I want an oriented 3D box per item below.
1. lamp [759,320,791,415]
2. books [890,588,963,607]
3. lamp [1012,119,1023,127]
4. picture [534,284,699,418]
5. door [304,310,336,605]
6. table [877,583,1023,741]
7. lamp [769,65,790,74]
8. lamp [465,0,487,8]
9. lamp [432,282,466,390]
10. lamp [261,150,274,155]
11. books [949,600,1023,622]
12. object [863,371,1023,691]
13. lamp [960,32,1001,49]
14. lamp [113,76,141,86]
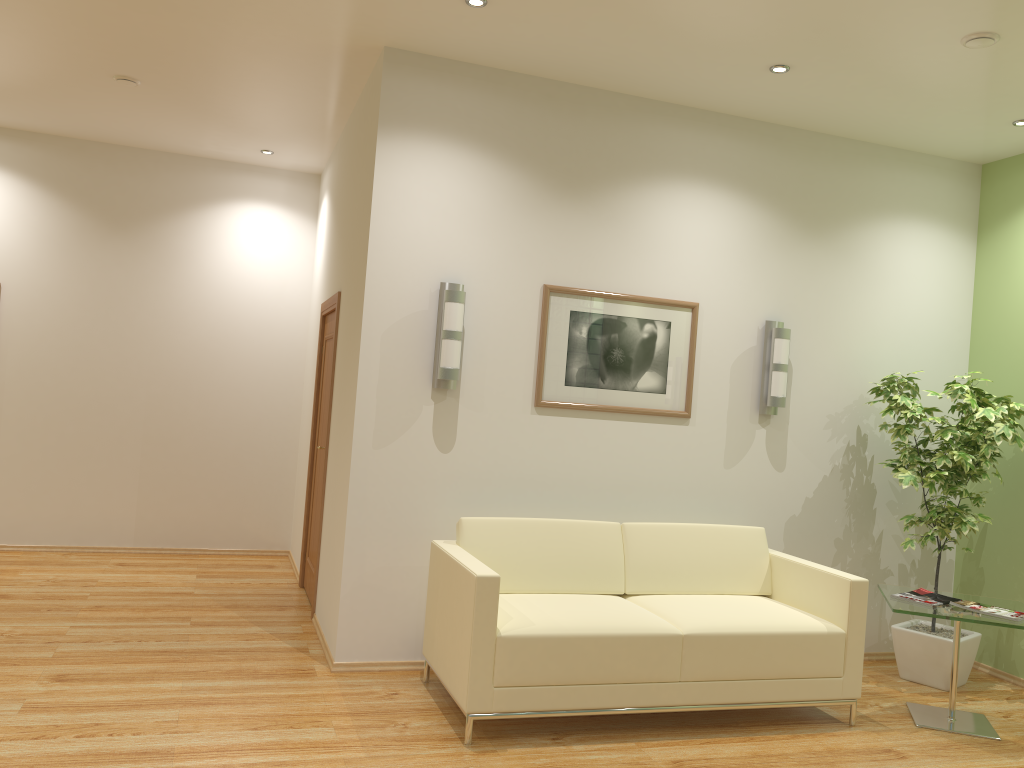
[{"bbox_3d":[1.624,-0.099,5.454,0.134,0.580,0.142,5,-1,-18],"label":"lamp"},{"bbox_3d":[2.214,1.138,4.738,0.328,0.031,0.230,5,-1,-38],"label":"books"},{"bbox_3d":[2.974,-1.519,5.167,0.105,0.011,0.105,4,-1,8],"label":"lamp"},{"bbox_3d":[0.631,-0.181,5.189,1.000,0.700,0.025,5,-1,-18],"label":"picture"},{"bbox_3d":[-1.345,0.496,6.187,0.098,2.001,0.823,5,-1,-18],"label":"door"},{"bbox_3d":[2.337,1.470,4.671,0.736,0.614,0.736,4,-1,17],"label":"table"},{"bbox_3d":[1.404,-1.649,4.652,0.105,0.011,0.105,4,-1,15],"label":"lamp"},{"bbox_3d":[-0.167,-1.780,4.136,0.105,0.011,0.105,4,-1,15],"label":"lamp"},{"bbox_3d":[-0.334,-0.262,4.811,0.134,0.580,0.142,5,-1,-18],"label":"lamp"},{"bbox_3d":[-1.974,-1.867,7.151,0.105,0.011,0.105,4,-1,39],"label":"lamp"},{"bbox_3d":[2.458,1.154,4.549,0.230,0.031,0.328,5,-1,-43],"label":"books"},{"bbox_3d":[2.595,0.857,5.378,0.943,1.900,0.668,5,-1,-10],"label":"object"},{"bbox_3d":[2.181,-1.592,4.133,0.167,0.024,0.167,4,-1,33],"label":"lamp"},{"bbox_3d":[-2.457,-1.924,5.656,0.167,0.024,0.167,4,-1,33],"label":"lamp"}]
